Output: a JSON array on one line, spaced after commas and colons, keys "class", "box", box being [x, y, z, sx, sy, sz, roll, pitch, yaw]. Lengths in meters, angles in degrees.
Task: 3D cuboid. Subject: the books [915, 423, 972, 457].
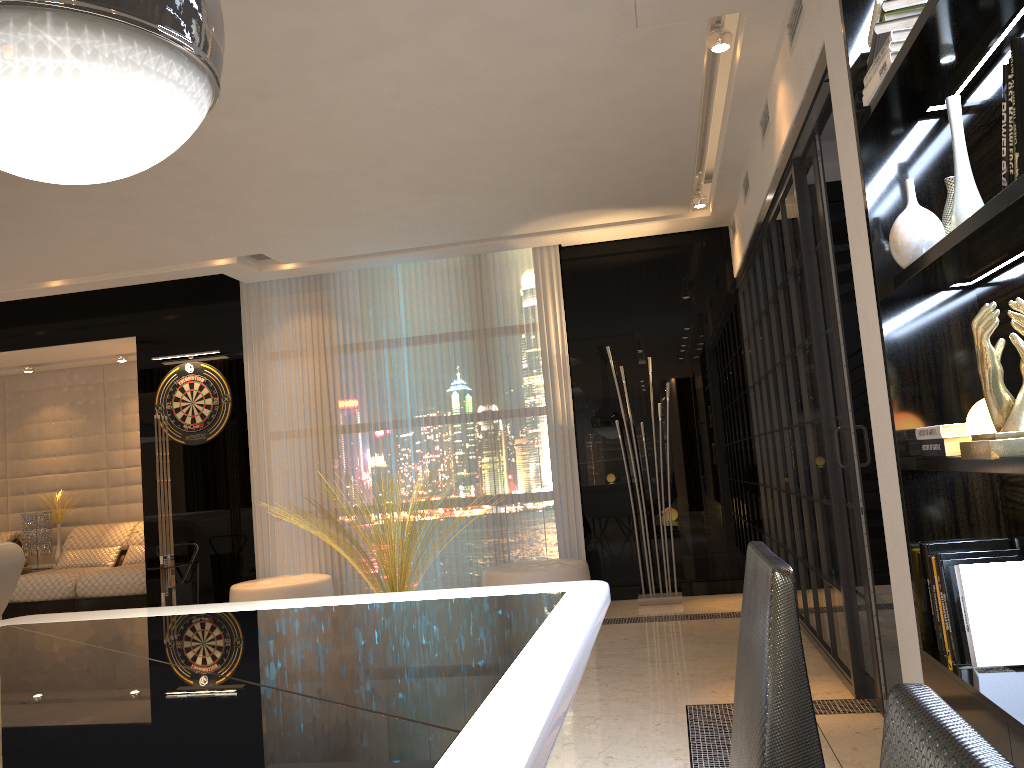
[{"class": "books", "box": [1.106, 0.129, 2.117, 0.209, 0.073, 0.266, -6, -6, 13]}]

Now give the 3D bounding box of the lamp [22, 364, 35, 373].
[{"class": "lamp", "box": [-4.504, -0.169, 8.256, 0.107, 0.127, 0.107, -4, -6, -9]}]

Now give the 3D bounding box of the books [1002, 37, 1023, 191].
[{"class": "books", "box": [0.958, -0.474, 1.520, 0.207, 0.256, 0.245, -6, -6, 8]}]

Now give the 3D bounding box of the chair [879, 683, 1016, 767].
[{"class": "chair", "box": [-0.006, 0.589, 0.308, 0.496, 0.858, 0.523, -6, -6, 9]}]

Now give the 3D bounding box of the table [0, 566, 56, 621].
[{"class": "table", "box": [-4.367, 1.897, 7.817, 0.608, 0.457, 1.143, -6, -6, 9]}]

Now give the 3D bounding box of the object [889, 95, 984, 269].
[{"class": "object", "box": [1.027, -0.483, 2.180, 0.210, 0.395, 0.180, -6, -6, 13]}]

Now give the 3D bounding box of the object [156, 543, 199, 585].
[{"class": "object", "box": [-2.474, 1.339, 6.574, 0.330, 0.297, 0.032, -6, -6, 9]}]

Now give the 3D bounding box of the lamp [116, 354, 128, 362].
[{"class": "lamp", "box": [-3.564, -0.263, 8.100, 0.107, 0.127, 0.107, -4, -6, -9]}]

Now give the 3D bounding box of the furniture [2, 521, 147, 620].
[{"class": "furniture", "box": [-3.444, 1.627, 7.683, 1.312, 0.810, 1.107, -6, -6, 9]}]

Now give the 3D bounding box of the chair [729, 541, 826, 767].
[{"class": "chair", "box": [0.132, 0.656, 1.100, 0.496, 0.858, 0.523, -6, -6, 9]}]

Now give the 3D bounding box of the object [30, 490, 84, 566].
[{"class": "object", "box": [-4.146, 1.325, 8.145, 0.390, 0.718, 0.388, -5, -6, 1]}]

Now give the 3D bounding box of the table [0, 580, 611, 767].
[{"class": "table", "box": [-0.666, 0.694, 0.313, 1.293, 0.759, 3.031, -6, -6, 9]}]

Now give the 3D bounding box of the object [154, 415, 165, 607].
[{"class": "object", "box": [-2.536, 1.021, 6.389, 0.027, 1.605, 0.026, 0, -8, -42]}]

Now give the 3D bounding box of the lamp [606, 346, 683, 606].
[{"class": "lamp", "box": [0.951, 0.614, 6.185, 0.418, 1.801, 0.200, -6, -6, 9]}]

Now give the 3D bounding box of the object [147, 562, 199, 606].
[{"class": "object", "box": [-2.469, 1.577, 6.457, 0.261, 0.508, 0.325, -6, -6, 9]}]

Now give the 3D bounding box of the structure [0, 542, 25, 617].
[{"class": "structure", "box": [-4.816, 1.511, 5.393, 2.912, 0.812, 1.659, -6, -6, 9]}]

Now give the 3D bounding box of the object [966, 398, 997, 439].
[{"class": "object", "box": [1.050, 0.087, 1.914, 0.125, 0.125, 0.125, 0, -7, -41]}]

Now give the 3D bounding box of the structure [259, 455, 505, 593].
[{"class": "structure", "box": [-0.846, 1.066, 5.889, 1.275, 1.142, 1.282, -1, -7, -34]}]

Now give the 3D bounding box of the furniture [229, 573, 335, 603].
[{"class": "furniture", "box": [-1.655, 1.579, 6.404, 0.735, 0.357, 0.735, -6, -6, 11]}]

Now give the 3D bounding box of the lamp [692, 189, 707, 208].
[{"class": "lamp", "box": [1.276, -1.266, 6.049, 0.107, 0.127, 0.107, -4, -6, -9]}]

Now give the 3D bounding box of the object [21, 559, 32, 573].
[{"class": "object", "box": [-4.411, 1.560, 7.791, 0.155, 0.217, 0.344, -6, -6, 9]}]

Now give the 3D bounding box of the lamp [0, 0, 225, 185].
[{"class": "lamp", "box": [-0.740, -0.930, 0.488, 0.408, 1.226, 1.827, -6, -6, 9]}]

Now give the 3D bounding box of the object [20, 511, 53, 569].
[{"class": "object", "box": [-4.411, 1.449, 8.233, 0.247, 0.522, 0.124, -6, -6, 9]}]

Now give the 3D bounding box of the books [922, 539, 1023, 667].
[{"class": "books", "box": [1.147, 0.525, 2.146, 0.210, 0.270, 0.236, -6, -6, 9]}]

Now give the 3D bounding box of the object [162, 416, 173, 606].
[{"class": "object", "box": [-2.519, 1.030, 6.483, 0.027, 1.605, 0.026, 0, -8, -42]}]

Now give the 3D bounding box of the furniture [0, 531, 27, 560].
[{"class": "furniture", "box": [-5.316, 1.813, 7.994, 1.312, 0.810, 1.107, -6, -6, 9]}]

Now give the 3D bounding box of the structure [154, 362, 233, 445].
[{"class": "structure", "box": [-2.538, 0.154, 7.065, 0.669, 0.669, 0.048, -6, -6, 9]}]

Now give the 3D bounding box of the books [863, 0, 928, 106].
[{"class": "books", "box": [1.018, -0.852, 2.224, 0.259, 0.188, 0.302, -6, -6, 16]}]

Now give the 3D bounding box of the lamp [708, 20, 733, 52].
[{"class": "lamp", "box": [0.870, -1.462, 3.723, 0.107, 0.127, 0.107, -4, -6, -9]}]

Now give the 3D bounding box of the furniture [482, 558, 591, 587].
[{"class": "furniture", "box": [0.169, 1.388, 6.009, 0.735, 0.357, 0.735, -3, -6, -19]}]

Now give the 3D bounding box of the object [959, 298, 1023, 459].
[{"class": "object", "box": [0.995, -0.013, 1.762, 0.177, 0.311, 0.177, -6, -6, 9]}]

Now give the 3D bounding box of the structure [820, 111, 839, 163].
[{"class": "structure", "box": [2.798, -0.867, 4.659, 1.964, 4.134, 3.425, -6, -6, 9]}]

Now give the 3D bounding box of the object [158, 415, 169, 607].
[{"class": "object", "box": [-2.528, 1.025, 6.436, 0.027, 1.605, 0.026, 0, -8, -42]}]

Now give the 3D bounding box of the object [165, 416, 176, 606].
[{"class": "object", "box": [-2.511, 1.034, 6.530, 0.027, 1.605, 0.026, 0, -8, -42]}]
